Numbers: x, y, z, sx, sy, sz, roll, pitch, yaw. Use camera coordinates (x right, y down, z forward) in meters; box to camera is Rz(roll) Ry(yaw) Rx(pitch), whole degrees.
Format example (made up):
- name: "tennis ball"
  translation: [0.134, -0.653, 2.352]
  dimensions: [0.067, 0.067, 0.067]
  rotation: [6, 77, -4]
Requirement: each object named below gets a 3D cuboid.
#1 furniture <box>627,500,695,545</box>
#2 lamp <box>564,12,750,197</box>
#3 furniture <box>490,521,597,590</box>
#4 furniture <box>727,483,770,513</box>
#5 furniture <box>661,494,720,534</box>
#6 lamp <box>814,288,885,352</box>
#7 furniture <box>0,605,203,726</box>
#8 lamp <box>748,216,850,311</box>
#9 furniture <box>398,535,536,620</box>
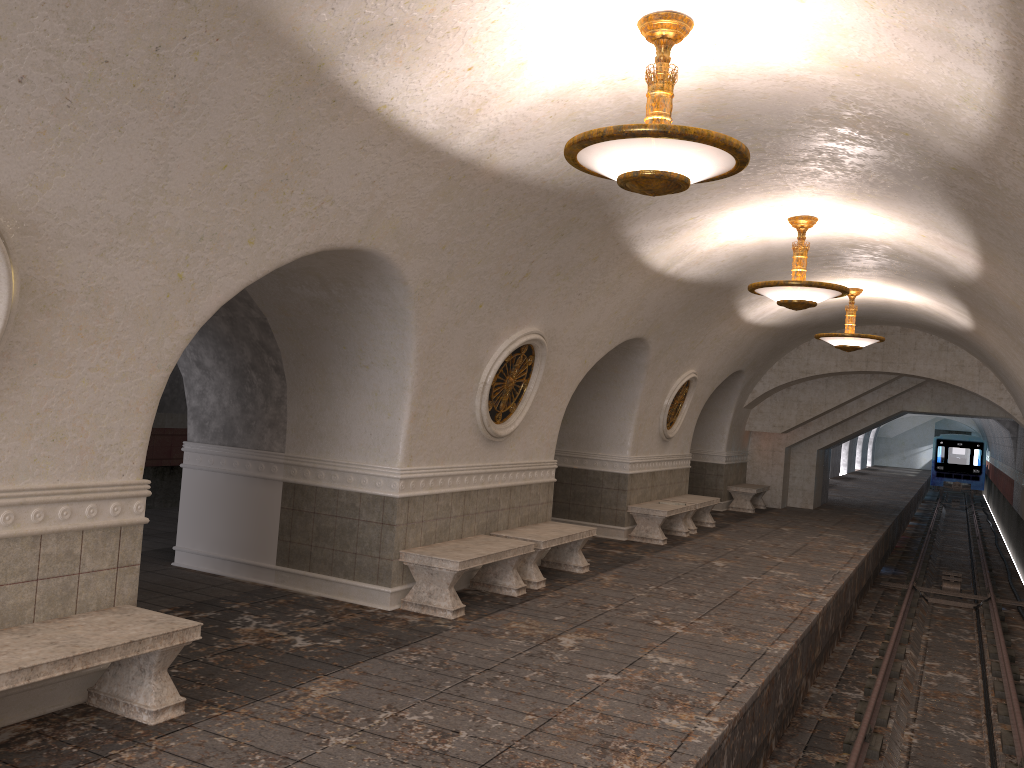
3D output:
- name: "furniture"
  translation: [2.283, 2.104, 13.572]
  dimensions: [0.613, 0.508, 1.509]
  rotation: [4, -2, 27]
- name: "lamp"
  translation: [0.808, -1.505, 4.876]
  dimensions: [1.008, 0.955, 1.008]
  rotation: [3, -2, 43]
- name: "furniture"
  translation: [0.360, 1.861, 9.755]
  dimensions: [0.613, 0.508, 1.509]
  rotation: [4, -2, 27]
- name: "furniture"
  translation: [5.115, 2.461, 19.191]
  dimensions: [0.613, 0.508, 1.509]
  rotation: [4, -2, 27]
- name: "furniture"
  translation: [3.039, 2.199, 15.071]
  dimensions: [0.613, 0.508, 1.509]
  rotation: [4, -2, 27]
- name: "lamp"
  translation: [5.148, -0.958, 13.487]
  dimensions: [1.008, 0.955, 1.008]
  rotation: [5, -1, -17]
- name: "furniture"
  translation: [-2.346, 1.520, 4.387]
  dimensions: [0.613, 0.508, 1.509]
  rotation: [4, -2, 27]
- name: "lamp"
  translation: [2.977, -1.232, 9.180]
  dimensions: [1.008, 0.955, 1.008]
  rotation: [3, -2, 43]
- name: "furniture"
  translation: [-0.396, 1.766, 8.256]
  dimensions: [0.613, 0.508, 1.509]
  rotation: [4, -2, 27]
